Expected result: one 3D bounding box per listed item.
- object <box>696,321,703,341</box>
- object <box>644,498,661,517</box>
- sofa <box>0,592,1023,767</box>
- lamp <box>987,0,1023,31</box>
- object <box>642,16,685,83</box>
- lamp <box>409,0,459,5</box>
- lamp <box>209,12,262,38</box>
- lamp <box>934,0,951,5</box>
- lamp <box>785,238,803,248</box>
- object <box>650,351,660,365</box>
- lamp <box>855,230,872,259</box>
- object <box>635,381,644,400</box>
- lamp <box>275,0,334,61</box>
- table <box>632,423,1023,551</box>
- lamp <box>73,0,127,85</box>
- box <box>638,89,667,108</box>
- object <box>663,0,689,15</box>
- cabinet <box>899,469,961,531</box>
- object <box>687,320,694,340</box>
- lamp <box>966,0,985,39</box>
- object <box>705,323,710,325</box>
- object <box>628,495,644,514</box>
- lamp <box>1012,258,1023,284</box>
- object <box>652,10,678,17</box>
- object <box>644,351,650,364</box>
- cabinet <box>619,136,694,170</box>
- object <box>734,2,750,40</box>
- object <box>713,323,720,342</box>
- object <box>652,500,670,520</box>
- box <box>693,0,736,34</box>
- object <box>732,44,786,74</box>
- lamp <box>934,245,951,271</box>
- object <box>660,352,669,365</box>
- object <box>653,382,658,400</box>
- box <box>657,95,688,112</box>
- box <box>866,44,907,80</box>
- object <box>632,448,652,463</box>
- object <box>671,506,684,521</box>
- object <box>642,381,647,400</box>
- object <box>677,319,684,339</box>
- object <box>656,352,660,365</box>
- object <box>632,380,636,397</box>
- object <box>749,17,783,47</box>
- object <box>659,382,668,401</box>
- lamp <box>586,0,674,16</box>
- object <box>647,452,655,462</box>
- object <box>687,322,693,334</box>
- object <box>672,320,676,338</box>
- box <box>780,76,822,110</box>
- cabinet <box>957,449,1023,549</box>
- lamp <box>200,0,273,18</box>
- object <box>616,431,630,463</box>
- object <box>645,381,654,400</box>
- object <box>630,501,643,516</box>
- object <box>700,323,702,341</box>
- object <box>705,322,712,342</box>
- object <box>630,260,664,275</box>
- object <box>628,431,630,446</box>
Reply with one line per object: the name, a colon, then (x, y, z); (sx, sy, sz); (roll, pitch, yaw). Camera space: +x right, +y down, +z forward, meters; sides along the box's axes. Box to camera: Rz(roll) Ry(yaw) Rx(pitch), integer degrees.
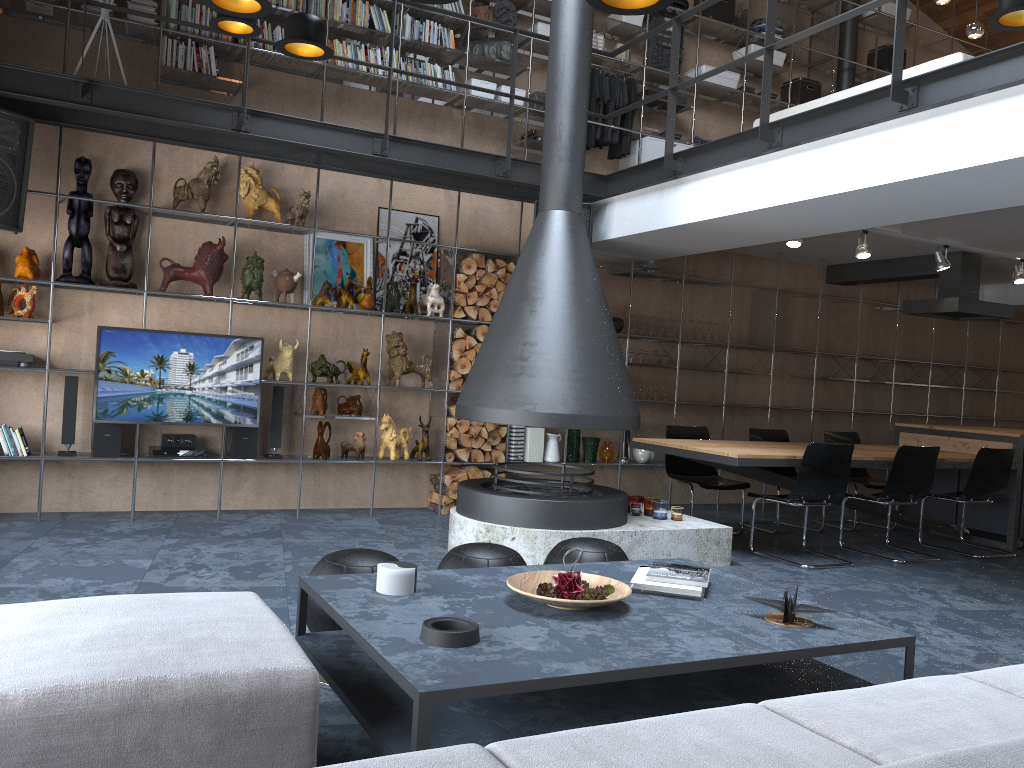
object: (1.744, -0.490, 8.280); (0.060, 0.191, 0.060); (4, 0, -1)
object: (0.948, 0.838, 6.014); (0.114, 0.117, 0.114); (3, 1, -42)
sofa: (0.170, 0.788, 2.013); (4.035, 0.693, 2.205); (3, 1, -27)
lamp: (1.786, -2.807, 2.915); (0.210, 3.209, 0.210); (4, 0, -4)
object: (1.390, -3.066, 8.113); (0.337, 0.559, 0.188); (3, 0, -22)
lamp: (-0.163, -2.071, 2.357); (0.210, 2.034, 0.210); (4, 0, 11)
lamp: (-1.107, -2.269, 3.701); (0.210, 1.565, 0.210); (4, 0, 11)
lamp: (3.738, -3.999, 7.601); (0.146, 1.474, 0.146); (4, 0, 4)
lamp: (2.141, -1.160, 6.716); (0.127, 0.242, 0.127); (3, 0, -16)
object: (1.297, -0.239, 8.046); (0.092, 0.124, 0.092); (4, 0, -1)
lamp: (2.804, -1.122, 7.060); (0.127, 0.242, 0.127); (4, 1, 44)
object: (1.159, 0.055, 8.019); (0.081, 0.170, 0.081); (3, 0, -31)
lamp: (-0.700, -2.173, 3.237); (0.210, 1.911, 0.210); (4, 0, 11)
table: (3.845, 0.846, 7.616); (5.998, 0.927, 1.185); (3, 1, -27)
lamp: (-2.532, -2.311, 5.519); (0.475, 1.002, 0.475); (4, 0, -3)
box: (1.253, -2.583, 8.024); (0.207, 0.079, 0.208); (3, 1, -28)
object: (1.453, -3.533, 8.081); (0.416, 0.342, 0.174); (3, 0, -23)
cabinet: (3.999, 0.901, 8.007); (0.696, 0.828, 0.578); (3, 0, -27)
object: (1.658, -0.494, 8.236); (0.060, 0.191, 0.060); (4, 0, -1)
lamp: (3.946, -3.798, 7.451); (0.146, 1.771, 0.146); (4, 0, -2)
object: (1.878, -0.483, 8.496); (0.060, 0.191, 0.060); (4, 0, -1)
object: (0.851, 0.831, 6.119); (0.114, 0.117, 0.114); (3, 1, -42)
lamp: (4.567, -1.021, 7.957); (0.127, 0.242, 0.127); (4, 1, 39)
object: (1.373, -3.545, 8.199); (0.415, 0.342, 0.174); (3, 0, -22)
object: (1.243, -0.244, 8.213); (0.092, 0.124, 0.092); (4, 0, -1)
cabinet: (1.303, -1.877, 8.051); (0.527, 0.561, 0.435); (3, 1, -26)
object: (2.201, -3.476, 8.479); (0.157, 0.319, 0.212); (4, 0, 0)
object: (1.926, -0.479, 8.372); (0.060, 0.191, 0.060); (4, 0, -1)
object: (0.988, 0.841, 5.908); (0.114, 0.117, 0.114); (3, 1, -42)
box: (1.890, -3.485, 8.295); (0.289, 0.295, 0.266); (3, 1, -27)
object: (2.387, -3.132, 8.576); (0.437, 0.135, 0.289); (3, 1, -27)
lamp: (3.643, -1.074, 7.485); (0.127, 0.242, 0.127); (3, 0, -16)
object: (1.395, -0.233, 8.119); (0.092, 0.124, 0.092); (4, 0, -1)
object: (1.329, 0.064, 8.262); (0.081, 0.170, 0.081); (4, 0, -1)
box: (1.465, -2.570, 8.122); (0.207, 0.079, 0.208); (3, 1, -15)
box: (3.941, -3.368, 9.338); (0.289, 0.295, 0.266); (3, 1, -27)
object: (1.178, 0.624, 8.057); (0.177, 0.189, 0.177); (4, 0, 14)
object: (1.096, 0.863, 5.889); (0.086, 0.088, 0.086); (3, 0, -22)
object: (1.213, 0.057, 8.191); (0.081, 0.170, 0.081); (3, 0, -31)
object: (1.552, -0.501, 8.182); (0.060, 0.191, 0.060); (4, 0, -1)
object: (1.350, -0.238, 8.267); (0.092, 0.124, 0.092); (4, 0, -1)
object: (1.108, 0.051, 8.156); (0.081, 0.170, 0.081); (3, 0, -31)
object: (2.469, -3.418, 8.617); (0.306, 0.229, 0.250); (3, 1, -25)
object: (1.389, 0.069, 8.121); (0.081, 0.170, 0.081); (4, 0, -1)
lamp: (0.346, -2.040, 2.068); (0.210, 2.273, 0.210); (4, 0, 11)
object: (1.280, 0.652, 8.221); (0.100, 0.142, 0.102); (4, 1, 43)
object: (1.688, -0.494, 8.400); (0.060, 0.191, 0.060); (4, 0, 9)
object: (1.509, -0.504, 8.309); (0.060, 0.191, 0.060); (4, 0, -1)
box: (2.868, -2.847, 8.815); (0.289, 0.295, 0.266); (3, 1, -27)
cabinet: (4.261, 0.922, 7.488); (0.700, 0.828, 0.578); (3, 0, -26)
lamp: (-0.756, -2.126, 2.620); (0.210, 2.003, 0.210); (4, 0, 11)
object: (1.005, 0.498, 7.966); (0.129, 0.420, 0.129); (3, 0, -23)
object: (1.259, 0.061, 8.064); (0.081, 0.170, 0.081); (3, 0, -31)
object: (0.840, 0.846, 6.004); (0.086, 0.088, 0.086); (3, 1, -32)
object: (1.788, -0.488, 8.451); (0.060, 0.191, 0.060); (4, 0, -1)
object: (1.843, -0.484, 8.330); (0.060, 0.191, 0.060); (4, 0, -1)
object: (1.239, -1.082, 8.107); (0.311, 0.164, 0.322); (3, 1, -39)
object: (1.031, 0.522, 8.126); (0.099, 0.372, 0.099); (4, 0, 22)
